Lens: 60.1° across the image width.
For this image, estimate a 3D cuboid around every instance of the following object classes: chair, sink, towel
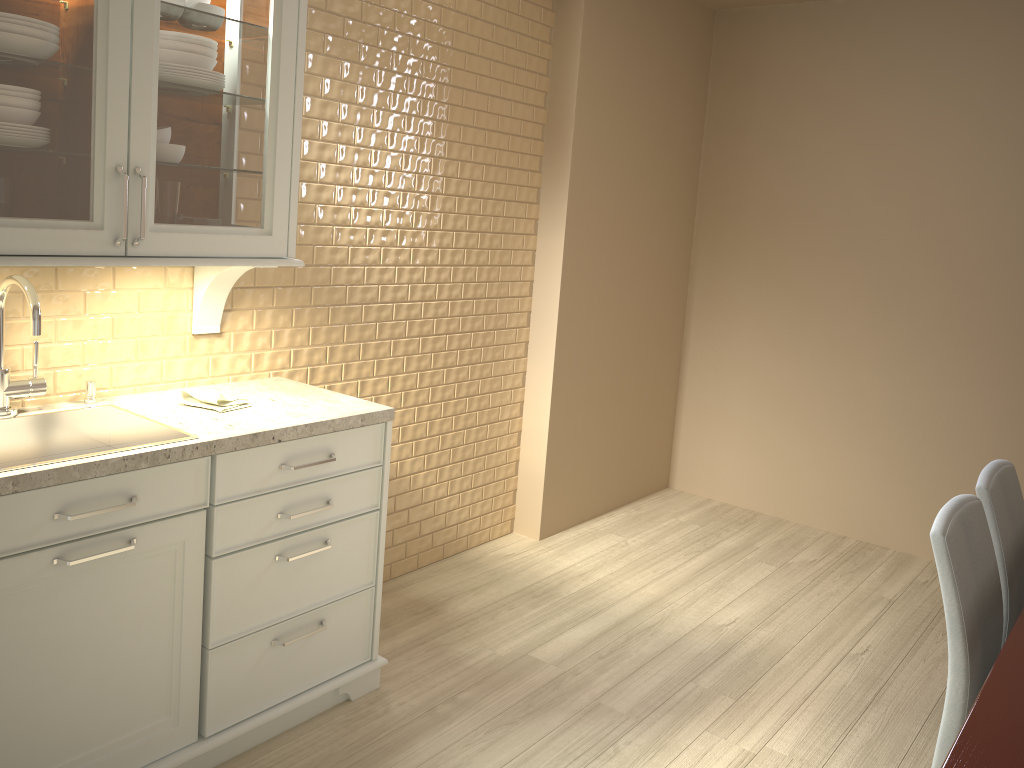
[{"bbox_3d":[1.379,0.655,2.157,0.509,0.820,0.401,10,10,37],"label":"chair"},{"bbox_3d":[1.100,0.703,1.797,0.509,0.820,0.401,10,10,37],"label":"chair"},{"bbox_3d":[-1.015,0.313,1.931,0.382,0.411,0.486,11,11,37],"label":"sink"},{"bbox_3d":[-0.766,0.034,2.323,0.171,0.050,0.165,9,11,23],"label":"towel"}]

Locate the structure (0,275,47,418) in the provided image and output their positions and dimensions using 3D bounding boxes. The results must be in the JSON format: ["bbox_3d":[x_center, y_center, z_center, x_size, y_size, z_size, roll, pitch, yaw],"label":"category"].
[{"bbox_3d":[-1.109,-0.080,1.997,0.142,0.334,0.212,-2,10,-42],"label":"structure"}]

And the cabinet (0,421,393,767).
[{"bbox_3d":[-1.257,0.539,1.801,0.642,0.786,2.228,11,12,36],"label":"cabinet"}]

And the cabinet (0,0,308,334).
[{"bbox_3d":[-1.192,-0.568,1.651,0.413,1.102,1.936,10,11,37],"label":"cabinet"}]

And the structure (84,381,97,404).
[{"bbox_3d":[-1.061,0.021,2.227,0.029,0.055,0.029,5,8,2],"label":"structure"}]

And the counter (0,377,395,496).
[{"bbox_3d":[-1.199,0.152,1.720,0.526,0.035,2.207,12,14,36],"label":"counter"}]

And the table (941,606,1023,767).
[{"bbox_3d":[1.354,0.827,1.657,0.756,0.674,1.766,11,12,36],"label":"table"}]
